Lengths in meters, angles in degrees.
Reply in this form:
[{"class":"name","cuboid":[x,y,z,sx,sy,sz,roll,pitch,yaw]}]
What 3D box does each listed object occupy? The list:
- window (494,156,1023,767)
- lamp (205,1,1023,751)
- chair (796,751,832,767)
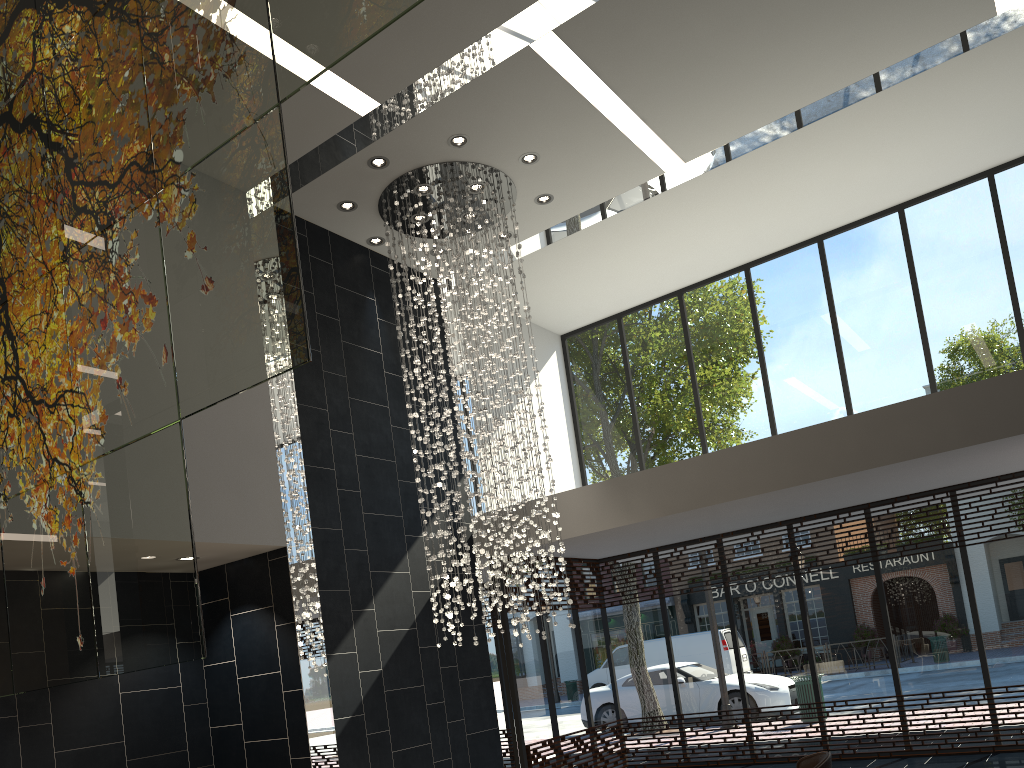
[{"class":"window","cuboid":[2.913,1.083,8.917,6.322,5.800,2.368,-16,-10,33]},{"class":"lamp","cuboid":[-8.123,-43.651,5.221,398.264,109.694,418.719,2,-20,-29]},{"class":"chair","cuboid":[1.232,2.332,4.299,0.789,0.895,0.700,-8,-10,1]}]
